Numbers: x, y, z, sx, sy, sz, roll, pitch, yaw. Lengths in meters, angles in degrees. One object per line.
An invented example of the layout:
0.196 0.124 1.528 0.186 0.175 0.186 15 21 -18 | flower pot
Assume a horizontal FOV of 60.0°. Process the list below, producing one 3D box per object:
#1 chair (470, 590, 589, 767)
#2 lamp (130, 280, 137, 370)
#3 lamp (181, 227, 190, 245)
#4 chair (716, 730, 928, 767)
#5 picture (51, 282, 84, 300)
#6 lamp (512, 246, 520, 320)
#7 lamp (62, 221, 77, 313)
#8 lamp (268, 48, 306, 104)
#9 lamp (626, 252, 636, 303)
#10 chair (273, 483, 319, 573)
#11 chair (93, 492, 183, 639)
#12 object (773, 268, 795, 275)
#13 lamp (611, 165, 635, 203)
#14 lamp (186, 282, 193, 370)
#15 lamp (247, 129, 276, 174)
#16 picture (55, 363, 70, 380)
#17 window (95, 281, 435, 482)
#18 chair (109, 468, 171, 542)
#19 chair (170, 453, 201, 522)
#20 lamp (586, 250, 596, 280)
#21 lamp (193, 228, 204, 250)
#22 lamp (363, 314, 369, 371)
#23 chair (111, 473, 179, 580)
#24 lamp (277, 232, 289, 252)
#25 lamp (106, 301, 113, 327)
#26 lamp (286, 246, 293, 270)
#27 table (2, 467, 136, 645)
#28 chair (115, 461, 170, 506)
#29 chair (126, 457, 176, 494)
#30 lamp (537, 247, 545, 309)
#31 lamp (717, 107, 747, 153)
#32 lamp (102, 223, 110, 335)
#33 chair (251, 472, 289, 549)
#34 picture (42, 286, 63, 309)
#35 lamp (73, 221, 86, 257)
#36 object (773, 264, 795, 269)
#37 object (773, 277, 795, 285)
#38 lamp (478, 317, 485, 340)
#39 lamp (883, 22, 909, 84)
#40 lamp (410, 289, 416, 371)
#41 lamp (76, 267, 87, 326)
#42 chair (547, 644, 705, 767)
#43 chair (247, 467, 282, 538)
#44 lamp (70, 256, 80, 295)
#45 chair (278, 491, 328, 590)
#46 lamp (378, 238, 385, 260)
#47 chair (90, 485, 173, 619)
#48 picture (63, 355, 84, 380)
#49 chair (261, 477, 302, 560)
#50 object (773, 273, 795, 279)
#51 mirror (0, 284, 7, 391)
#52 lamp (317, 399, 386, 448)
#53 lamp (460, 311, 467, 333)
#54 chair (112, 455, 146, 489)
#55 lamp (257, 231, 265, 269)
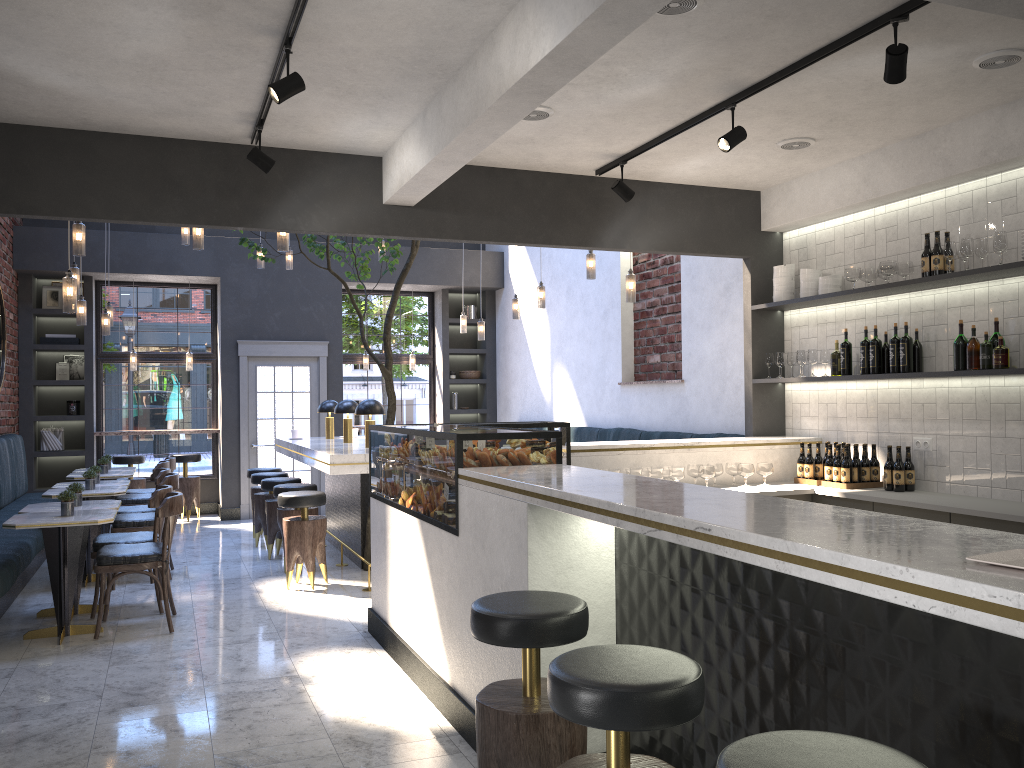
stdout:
0.057 1.087 2.759 0.370 0.821 0.372 -1 -1 31 | chair
-4.728 -0.886 11.064 0.078 1.429 0.078 -1 0 8 | lamp
-3.274 -3.442 8.850 0.078 4.105 0.078 0 -1 -37 | lamp
0.539 1.060 1.506 0.372 0.821 0.370 -1 -1 22 | chair
-5.491 -1.074 10.963 0.361 0.369 0.055 0 -1 -21 | picture
0.021 -2.734 9.359 0.078 4.105 0.078 -1 -1 31 | lamp
-2.784 -2.498 5.552 0.078 4.105 0.078 0 -1 -37 | lamp
-0.959 -1.306 3.773 0.157 0.238 0.087 0 -1 -27 | lamp
0.921 -2.702 7.061 0.078 4.105 0.078 0 -1 -37 | lamp
-1.860 1.237 7.633 0.372 0.737 0.370 -1 -1 6 | chair
-2.411 1.151 5.759 0.521 0.851 0.538 0 -1 -20 | chair
1.991 -0.808 6.484 0.153 0.067 0.153 -1 -1 25 | object
0.716 -1.290 5.712 0.157 0.235 0.087 0 -1 -27 | lamp
-4.116 -0.889 11.304 0.078 1.429 0.078 -1 -1 31 | lamp
-1.384 -1.281 4.890 0.157 0.238 0.087 0 -1 -27 | lamp
-5.532 -0.150 10.918 0.161 0.227 0.049 0 -1 -21 | picture
-0.955 -1.562 6.211 6.405 5.364 12.711 0 -1 -21 | window
-3.349 1.200 7.981 0.521 0.851 0.538 0 -1 -28 | chair
-4.055 1.279 11.016 0.370 0.821 0.372 -1 -1 31 | chair
0.663 -2.963 7.715 0.078 4.105 0.078 0 -1 -37 | lamp
-2.370 -3.060 6.651 0.078 4.105 0.078 -1 0 8 | lamp
-2.005 -0.899 12.131 0.078 1.429 0.078 -1 -1 31 | lamp
-3.060 1.187 7.417 0.521 0.851 0.538 0 -1 -20 | chair
-1.576 -2.953 6.031 0.078 4.105 0.078 -1 0 8 | lamp
-4.334 -2.668 9.506 0.078 4.105 0.078 0 -1 -37 | lamp
-2.580 -3.370 10.201 0.078 4.105 0.078 0 -1 -37 | lamp
-1.724 1.239 8.259 4.599 0.751 4.831 0 -1 -21 | table
-3.771 1.224 9.050 0.521 0.851 0.538 0 -1 -20 | chair
-3.918 1.236 9.614 0.521 0.851 0.497 0 -1 -22 | chair
0.266 -2.795 8.734 0.078 4.105 0.078 -1 -1 31 | lamp
1.140 -1.314 4.595 0.157 0.235 0.087 0 -1 -27 | lamp
-4.123 -2.546 8.971 0.078 4.105 0.078 0 -1 -37 | lamp
-2.427 1.265 8.907 0.370 0.737 0.372 0 -1 -31 | chair
-5.632 -1.049 10.870 0.230 0.313 0.061 0 -1 -21 | picture
-3.039 -2.947 6.194 0.078 4.105 0.078 0 -1 -37 | lamp
1.988 -0.840 6.482 0.153 0.070 0.153 -1 -1 25 | object
1.988 -0.743 6.487 0.153 0.060 0.153 0 -1 -39 | object
-0.382 -2.565 10.392 0.078 4.105 0.078 0 -1 -37 | lamp
1.550 -1.337 3.578 0.087 0.235 0.157 -1 -1 18 | lamp
-1.393 -0.902 12.370 0.078 1.429 0.078 -1 0 8 | lamp
-3.814 -2.570 7.825 0.078 4.105 0.078 -1 0 -14 | lamp
0.272 1.073 2.107 0.370 0.821 0.372 -1 -1 -12 | chair
-2.667 1.280 9.575 0.372 0.737 0.370 -1 -1 22 | chair
-3.582 -2.777 7.227 0.078 4.105 0.078 -1 0 -14 | lamp
-1.644 1.222 6.962 0.372 0.737 0.370 -1 -1 22 | chair
-1.491 -3.447 10.013 0.078 4.105 0.078 0 -1 -37 | lamp
-2.678 1.163 6.275 0.521 0.851 0.538 0 -1 -20 | chair
-5.421 -0.200 10.989 0.247 0.326 0.044 0 -1 -21 | picture
-2.146 1.251 8.272 0.372 0.737 0.370 -1 -1 22 | chair
1.989 -0.778 6.484 0.154 0.076 0.153 -1 -1 0 | object
-4.512 -0.686 7.189 0.036 1.510 4.774 0 -1 -21 | mirror
-0.861 -1.133 4.923 4.182 3.256 8.836 0 -1 -38 | lamp
-0.626 -2.685 11.012 0.078 4.105 0.078 0 -1 -37 | lamp
-4.664 1.283 10.802 0.372 0.821 0.370 -1 -1 31 | chair
-2.705 -3.289 9.477 0.078 4.105 0.078 0 -1 -37 | lamp
